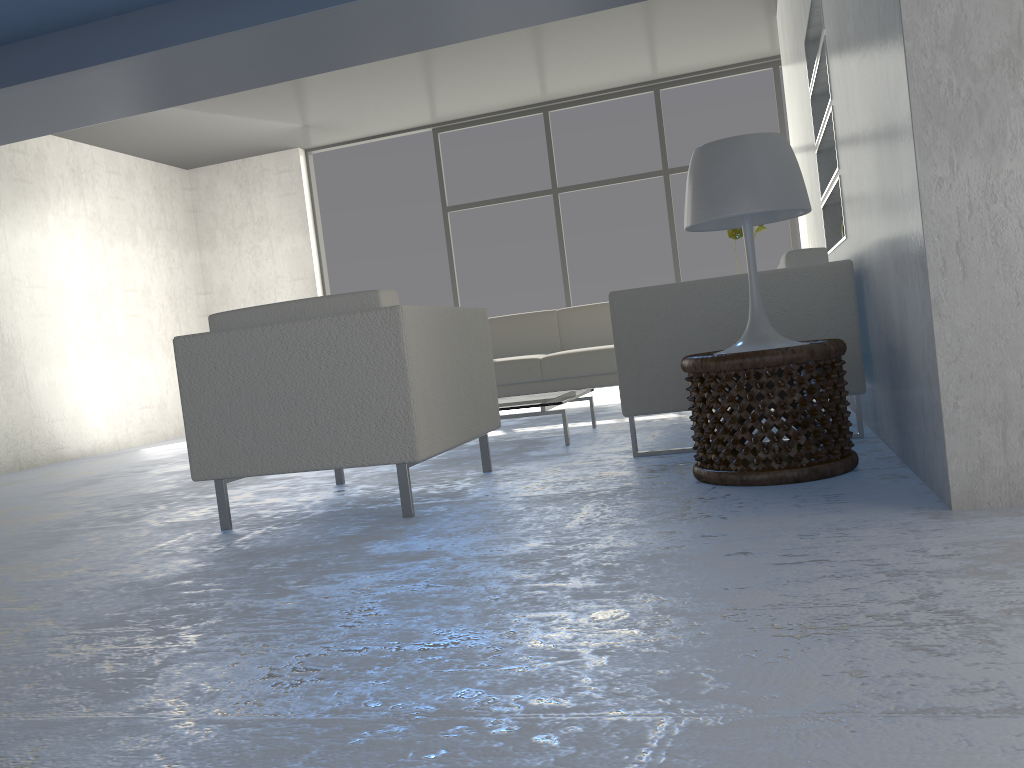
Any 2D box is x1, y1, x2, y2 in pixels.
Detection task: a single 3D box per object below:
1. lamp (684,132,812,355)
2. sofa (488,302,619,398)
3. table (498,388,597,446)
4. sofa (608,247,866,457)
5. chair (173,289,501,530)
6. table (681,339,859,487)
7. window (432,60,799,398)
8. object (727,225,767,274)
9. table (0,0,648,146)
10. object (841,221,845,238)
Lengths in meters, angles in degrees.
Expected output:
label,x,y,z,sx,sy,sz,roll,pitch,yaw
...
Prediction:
label,x,y,z,sx,sy,sz,roll,pitch,yaw
lamp,0.669,-0.382,2.494,0.347,0.582,0.347,-8,2,-16
sofa,0.003,-0.123,5.689,1.881,0.658,0.821,-6,2,16
table,-0.050,0.182,4.158,0.773,0.190,0.730,-6,2,16
sofa,0.990,-0.169,3.885,0.821,0.658,1.881,-6,2,16
chair,-0.519,0.052,2.945,0.748,0.662,0.821,-6,2,16
table,0.724,0.075,2.511,0.452,0.358,0.452,-7,2,-9
window,1.385,-1.281,7.471,4.080,2.477,0.037,-6,2,16
object,1.300,-0.444,4.897,0.387,1.051,0.400,-5,3,44
table,0.037,-0.010,0.184,2.095,0.835,1.180,-6,2,16
object,1.471,-0.679,3.833,0.088,0.179,0.163,-7,2,6
